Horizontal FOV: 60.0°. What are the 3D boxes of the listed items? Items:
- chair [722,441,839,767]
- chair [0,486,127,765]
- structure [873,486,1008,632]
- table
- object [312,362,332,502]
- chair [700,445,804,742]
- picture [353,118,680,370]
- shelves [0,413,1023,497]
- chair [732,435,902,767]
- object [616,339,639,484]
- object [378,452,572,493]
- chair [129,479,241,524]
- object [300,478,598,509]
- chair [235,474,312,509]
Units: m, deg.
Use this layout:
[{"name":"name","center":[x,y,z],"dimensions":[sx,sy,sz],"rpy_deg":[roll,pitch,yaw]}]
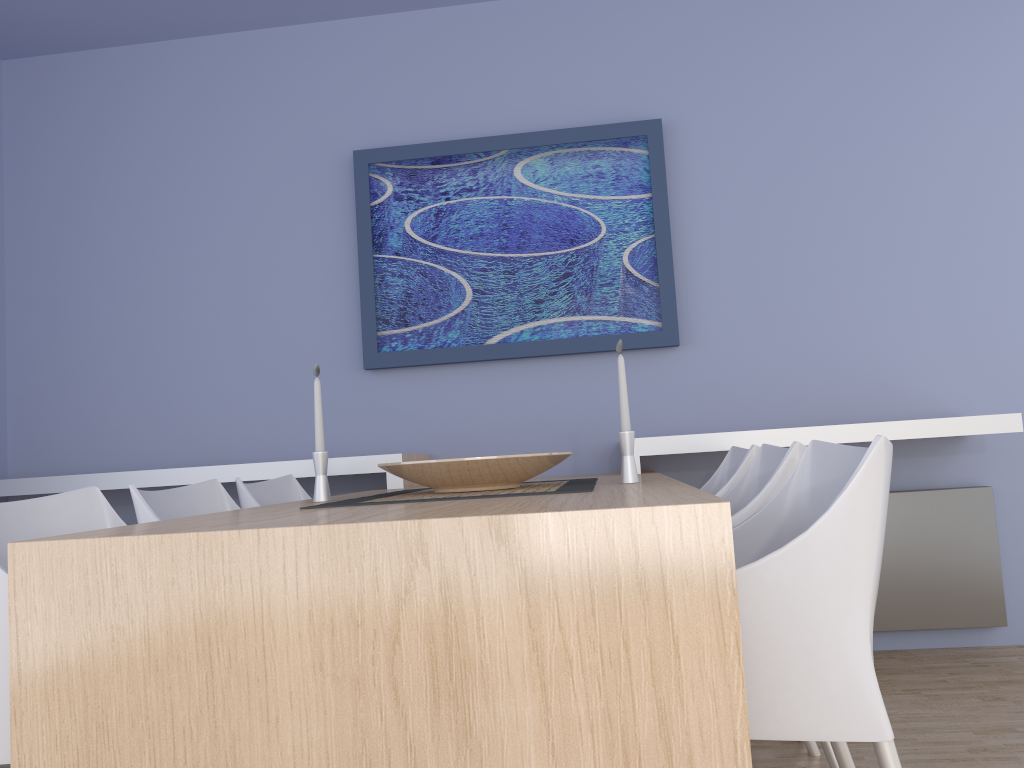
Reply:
[{"name":"chair","center":[0.487,0.544,2.075],"dimensions":[0.486,0.793,0.510],"rpy_deg":[-4,-5,7]},{"name":"chair","center":[-0.719,0.580,1.611],"dimensions":[0.486,0.793,0.510],"rpy_deg":[-4,-5,6]},{"name":"structure","center":[-0.131,0.766,3.456],"dimensions":[3.843,0.503,0.064],"rpy_deg":[-4,-5,6]},{"name":"table","center":[-0.058,0.638,2.325],"dimensions":[1.002,0.718,2.340],"rpy_deg":[-4,-5,6]},{"name":"object","center":[-0.482,0.118,2.219],"dimensions":[0.045,0.349,0.045],"rpy_deg":[1,-7,-42]},{"name":"chair","center":[0.555,0.591,2.657],"dimensions":[0.486,0.793,0.510],"rpy_deg":[-4,-5,6]},{"name":"picture","center":[0.000,-0.551,3.547],"dimensions":[1.252,0.901,0.049],"rpy_deg":[-4,-5,6]},{"name":"shelves","center":[-0.223,0.672,3.291],"dimensions":[3.901,0.840,0.463],"rpy_deg":[-4,-5,6]},{"name":"chair","center":[0.419,0.497,1.486],"dimensions":[0.486,0.793,0.510],"rpy_deg":[-4,-5,6]},{"name":"object","center":[0.271,0.063,2.135],"dimensions":[0.045,0.349,0.045],"rpy_deg":[-4,-5,6]},{"name":"object","center":[-0.091,0.228,2.256],"dimensions":[0.493,0.081,0.493],"rpy_deg":[-6,-6,25]},{"name":"chair","center":[-0.652,0.626,2.180],"dimensions":[0.486,0.793,0.510],"rpy_deg":[-4,-5,6]},{"name":"object","center":[-0.085,0.270,2.250],"dimensions":[0.594,0.005,0.986],"rpy_deg":[-4,-5,6]},{"name":"chair","center":[-0.586,0.671,2.749],"dimensions":[0.486,0.793,0.510],"rpy_deg":[-4,-5,6]}]
